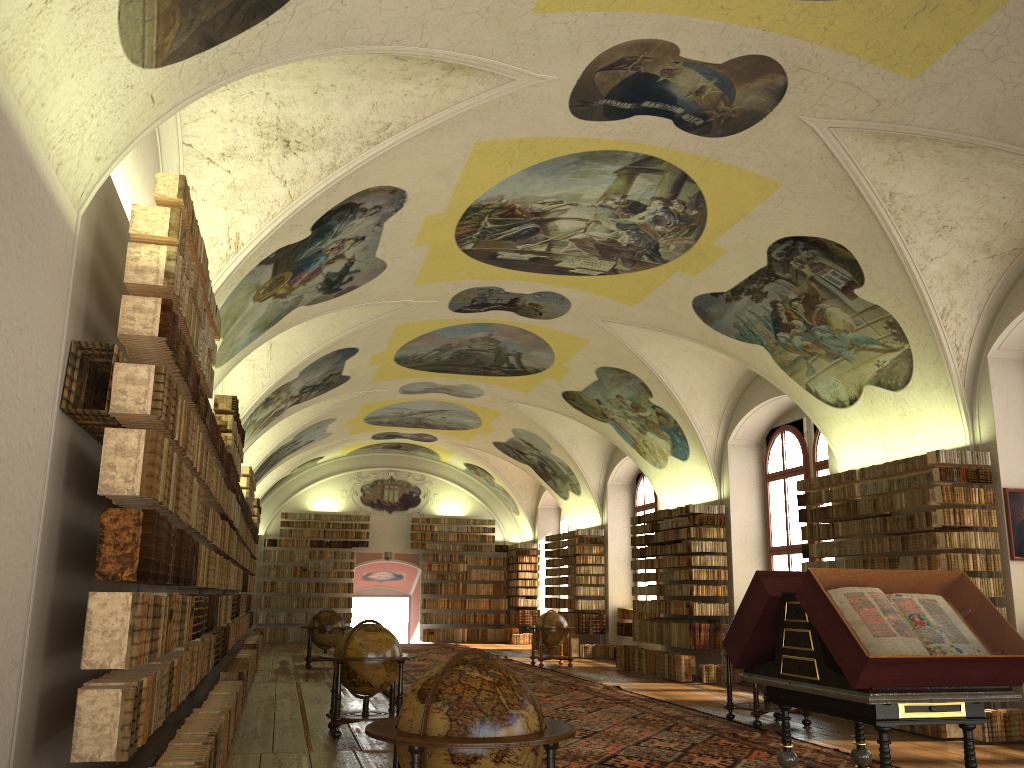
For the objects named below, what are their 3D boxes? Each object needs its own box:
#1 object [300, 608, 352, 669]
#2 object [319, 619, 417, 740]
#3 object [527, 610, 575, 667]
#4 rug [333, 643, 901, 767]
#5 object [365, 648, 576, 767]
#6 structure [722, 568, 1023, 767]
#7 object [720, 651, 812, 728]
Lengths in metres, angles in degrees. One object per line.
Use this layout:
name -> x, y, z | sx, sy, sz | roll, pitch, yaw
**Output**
object -> -4.627, 6.314, 22.074 | 1.280, 1.442, 1.283 | -6, -15, 28
object -> -1.913, 3.855, 11.713 | 1.279, 1.442, 1.284 | -5, -14, 23
object -> 1.043, 6.715, 23.463 | 1.280, 1.442, 1.283 | -6, -15, 28
rug -> 0.177, 5.497, 15.558 | 4.705, 0.064, 37.053 | 4, -14, -14
object -> -0.253, 2.348, 5.366 | 1.281, 1.442, 1.282 | -9, -16, 37
structure -> 2.512, 2.328, 6.272 | 1.245, 1.973, 1.899 | 4, -13, -14
object -> 3.748, 4.257, 13.112 | 1.281, 1.442, 1.282 | -9, -16, 37
